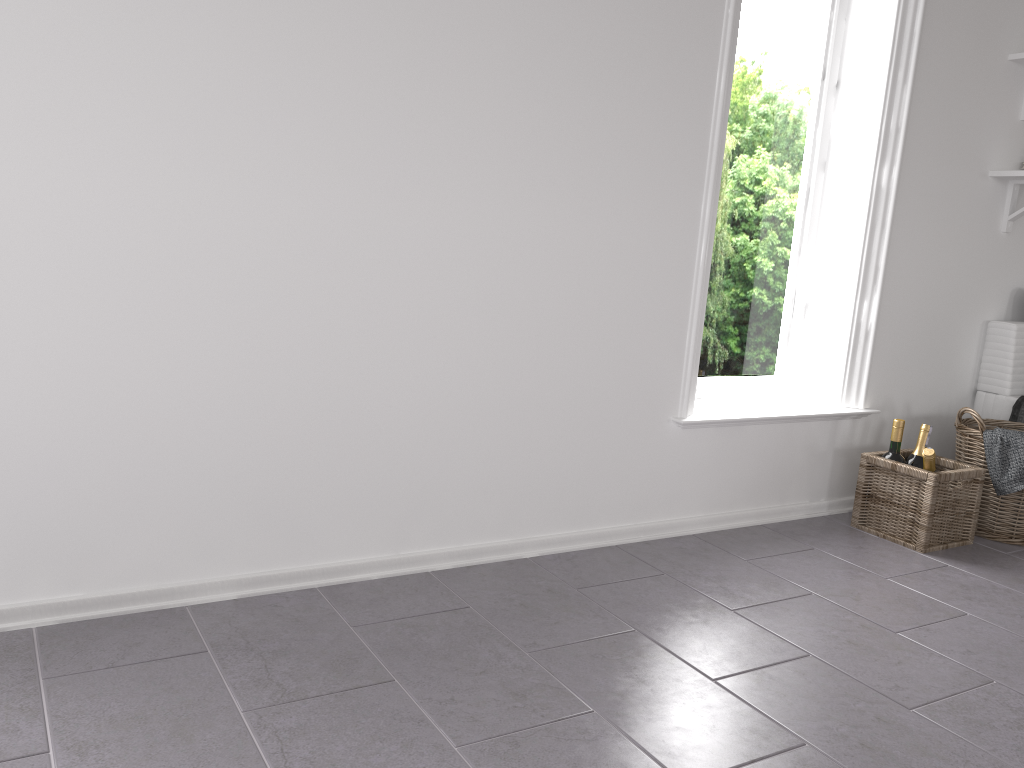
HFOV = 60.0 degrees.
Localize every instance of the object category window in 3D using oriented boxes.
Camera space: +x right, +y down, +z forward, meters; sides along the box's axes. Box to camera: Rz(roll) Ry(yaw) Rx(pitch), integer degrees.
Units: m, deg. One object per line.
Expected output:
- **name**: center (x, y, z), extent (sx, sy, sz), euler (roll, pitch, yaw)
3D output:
- **window**: center (0.826, -0.741, 2.978), extent (0.685, 1.655, 0.117), euler (-1, 11, -31)

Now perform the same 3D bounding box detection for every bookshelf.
- **bookshelf**: center (2.593, -0.671, 3.637), extent (1.820, 0.212, 0.269), euler (-1, 11, -31)
- **bookshelf**: center (2.626, -1.074, 3.568), extent (1.820, 0.212, 0.269), euler (-1, 11, -31)

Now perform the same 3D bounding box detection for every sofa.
- **sofa**: center (3.538, 0.158, 3.348), extent (2.855, 0.932, 2.017), euler (-1, 11, -31)

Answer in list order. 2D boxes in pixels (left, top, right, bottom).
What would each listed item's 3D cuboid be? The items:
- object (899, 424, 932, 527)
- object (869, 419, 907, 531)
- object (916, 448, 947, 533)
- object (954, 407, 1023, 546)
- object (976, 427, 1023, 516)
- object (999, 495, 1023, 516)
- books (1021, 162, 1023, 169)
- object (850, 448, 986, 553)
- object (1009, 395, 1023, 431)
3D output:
- **object**: center (1.361, 0.314, 3.025), extent (0.127, 0.361, 0.094), euler (-1, 11, -32)
- **object**: center (1.265, 0.303, 2.962), extent (0.095, 0.377, 0.095), euler (5, 10, 4)
- **object**: center (1.364, 0.352, 2.887), extent (0.095, 0.332, 0.284), euler (12, 12, 37)
- **object**: center (1.720, 0.304, 3.059), extent (0.393, 0.432, 0.393), euler (-5, 14, -44)
- **object**: center (1.702, 0.309, 2.990), extent (0.303, 0.332, 0.367), euler (7, 10, 14)
- **object**: center (1.747, 0.323, 3.028), extent (0.290, 0.356, 0.349), euler (-3, 12, -37)
- **books**: center (2.102, -0.810, 3.352), extent (0.331, 0.025, 0.176), euler (-1, 11, -31)
- **object**: center (1.347, 0.385, 2.953), extent (0.276, 0.270, 0.276), euler (-1, 11, -31)
- **object**: center (2.711, 0.263, 3.463), extent (1.892, 0.533, 0.685), euler (-1, 11, -32)
